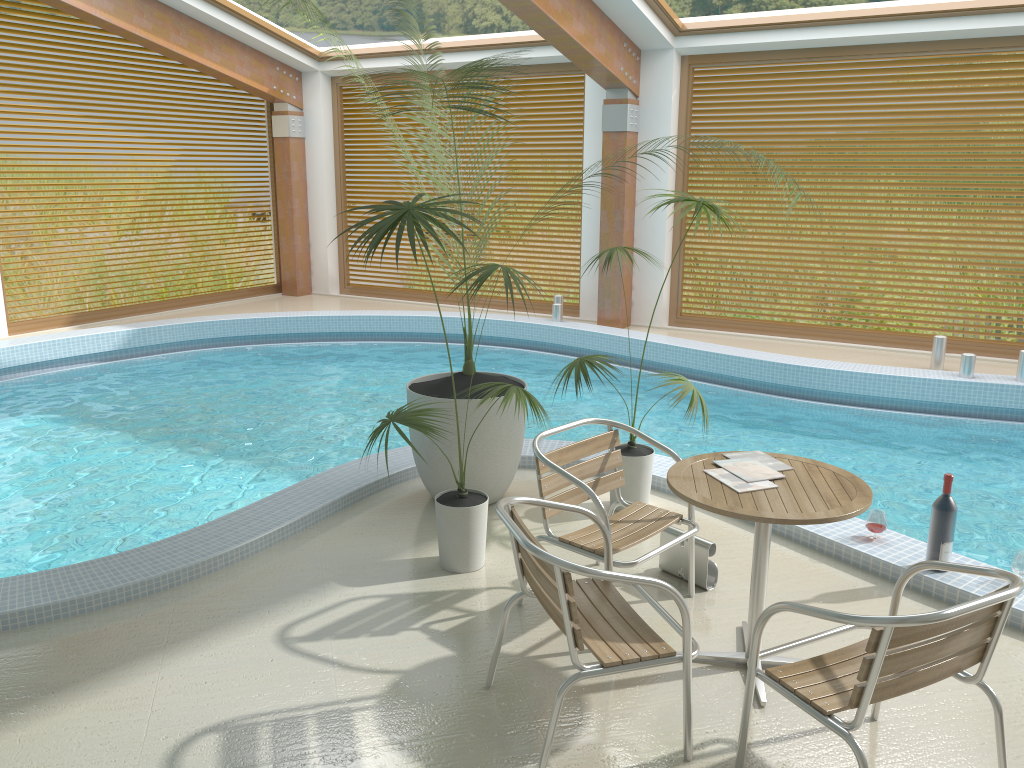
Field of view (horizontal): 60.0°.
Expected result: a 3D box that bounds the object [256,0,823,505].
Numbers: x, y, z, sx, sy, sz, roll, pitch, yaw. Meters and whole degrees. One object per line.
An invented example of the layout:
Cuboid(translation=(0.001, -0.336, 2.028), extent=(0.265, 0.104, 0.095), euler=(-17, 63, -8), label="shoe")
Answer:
Cuboid(translation=(-0.064, -0.795, 4.578), extent=(2.979, 2.960, 2.729), euler=(-12, 18, -41), label="object")

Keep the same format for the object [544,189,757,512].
Cuboid(translation=(0.717, -0.165, 4.701), extent=(1.059, 1.695, 0.791), euler=(5, 14, 17), label="object")

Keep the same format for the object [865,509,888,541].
Cuboid(translation=(1.741, 0.672, 4.239), extent=(0.102, 0.137, 0.102), euler=(11, 17, 38), label="object")

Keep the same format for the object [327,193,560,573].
Cuboid(translation=(-0.245, 0.035, 3.856), extent=(1.059, 1.695, 0.791), euler=(-6, 15, -23), label="object")

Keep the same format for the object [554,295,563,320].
Cuboid(translation=(0.553, -0.897, 10.614), extent=(0.115, 0.320, 0.115), euler=(-2, 14, -11), label="object")

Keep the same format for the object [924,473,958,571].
Cuboid(translation=(1.891, 0.603, 3.892), extent=(0.109, 0.435, 0.109), euler=(-6, 15, -24), label="object")

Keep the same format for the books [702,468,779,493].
Cuboid(translation=(0.815, 0.338, 3.163), extent=(0.166, 0.004, 0.241), euler=(-4, 14, -18), label="books")

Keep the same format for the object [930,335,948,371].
Cuboid(translation=(3.921, -0.279, 8.152), extent=(0.115, 0.320, 0.115), euler=(-2, 14, -11), label="object")

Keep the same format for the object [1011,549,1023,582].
Cuboid(translation=(2.192, 0.782, 3.796), extent=(0.102, 0.137, 0.102), euler=(11, 17, 38), label="object")

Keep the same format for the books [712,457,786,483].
Cuboid(translation=(0.868, 0.313, 3.251), extent=(0.166, 0.004, 0.241), euler=(-4, 14, -18), label="books")

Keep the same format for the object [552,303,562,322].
Cuboid(translation=(0.521, -0.829, 10.240), extent=(0.115, 0.204, 0.115), euler=(-4, 14, -19), label="object")

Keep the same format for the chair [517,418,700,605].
Cuboid(translation=(0.416, 0.572, 3.684), extent=(0.563, 0.727, 0.618), euler=(13, 18, 41), label="chair")

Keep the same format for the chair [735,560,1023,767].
Cuboid(translation=(1.063, 0.845, 2.576), extent=(0.618, 0.727, 0.563), euler=(-7, 15, -27), label="chair")

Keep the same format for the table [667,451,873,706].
Cuboid(translation=(0.902, 0.695, 3.229), extent=(0.700, 0.720, 0.700), euler=(-11, 18, -39), label="table")

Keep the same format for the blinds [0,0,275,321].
Cuboid(translation=(-4.666, -2.955, 11.007), extent=(0.099, 4.025, 4.500), euler=(8, 16, 29), label="blinds")

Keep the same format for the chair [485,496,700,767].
Cuboid(translation=(0.253, 0.762, 2.899), extent=(0.563, 0.727, 0.618), euler=(-4, 14, -17), label="chair")

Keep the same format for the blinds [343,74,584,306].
Cuboid(translation=(-0.659, -2.553, 11.817), extent=(4.200, 2.921, 0.095), euler=(8, 16, 29), label="blinds")

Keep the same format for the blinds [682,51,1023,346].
Cuboid(translation=(3.684, -1.930, 9.354), extent=(4.200, 2.921, 0.095), euler=(8, 16, 29), label="blinds")

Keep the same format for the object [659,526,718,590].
Cuboid(translation=(0.792, 0.769, 3.973), extent=(0.081, 0.223, 0.272), euler=(-11, 18, -38), label="object")

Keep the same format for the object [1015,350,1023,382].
Cuboid(translation=(4.302, -0.150, 7.432), extent=(0.115, 0.254, 0.115), euler=(-4, 14, -19), label="object")

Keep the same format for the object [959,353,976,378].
Cuboid(translation=(3.893, -0.158, 7.579), extent=(0.115, 0.194, 0.115), euler=(-4, 14, -19), label="object")

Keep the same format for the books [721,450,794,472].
Cuboid(translation=(0.927, 0.293, 3.350), extent=(0.166, 0.004, 0.241), euler=(-4, 14, -18), label="books")
